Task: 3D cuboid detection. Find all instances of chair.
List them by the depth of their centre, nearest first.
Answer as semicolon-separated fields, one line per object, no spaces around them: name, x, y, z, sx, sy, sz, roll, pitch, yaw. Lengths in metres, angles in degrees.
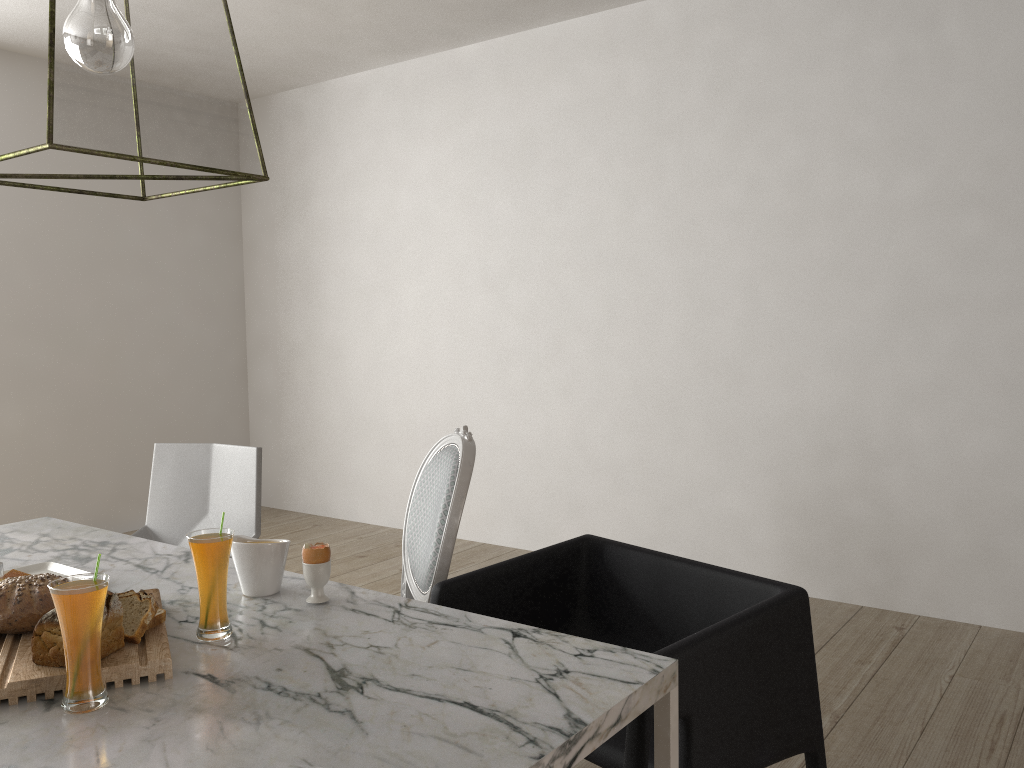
chair;0.200;0.654;1.679;0.609;0.597;0.569;-4;5;-39
chair;-0.328;0.518;1.979;0.505;0.833;0.480;-2;4;-22
chair;-0.908;0.552;2.336;0.470;0.745;0.439;1;4;21

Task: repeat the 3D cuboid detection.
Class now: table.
table;-0.735;0.687;1.451;1.781;0.583;0.870;2;5;36

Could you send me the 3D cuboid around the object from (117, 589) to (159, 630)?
object;-0.577;0.343;1.334;0.083;0.055;0.073;0;4;12

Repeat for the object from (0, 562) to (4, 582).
object;-0.937;0.354;1.600;0.036;0.060;0.036;-2;4;-13

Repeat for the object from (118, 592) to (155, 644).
object;-0.571;0.344;1.306;0.083;0.057;0.072;0;4;12

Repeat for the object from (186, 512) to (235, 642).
object;-0.465;0.300;1.375;0.071;0.188;0.071;-3;5;-33

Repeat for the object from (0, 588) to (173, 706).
object;-0.660;0.387;1.332;0.260;0.031;0.360;-3;4;-24

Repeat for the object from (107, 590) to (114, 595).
object;-0.630;0.339;1.314;0.079;0.067;0.074;0;4;8

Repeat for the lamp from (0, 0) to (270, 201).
lamp;-0.560;-0.830;1.166;0.584;1.108;0.584;-4;5;-39

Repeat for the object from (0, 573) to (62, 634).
object;-0.752;0.334;1.375;0.157;0.075;0.151;-2;4;-18

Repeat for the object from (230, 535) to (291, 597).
object;-0.475;0.325;1.635;0.110;0.105;0.170;-4;5;-34

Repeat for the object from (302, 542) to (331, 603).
object;-0.340;0.327;1.547;0.050;0.101;0.050;1;5;32

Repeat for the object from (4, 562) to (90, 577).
object;-0.916;0.376;1.656;0.212;0.014;0.212;2;5;35

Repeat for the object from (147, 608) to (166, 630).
object;-0.576;0.360;1.366;0.077;0.017;0.068;0;4;14

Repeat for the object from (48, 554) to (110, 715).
object;-0.545;0.318;1.125;0.071;0.188;0.071;-3;5;-33

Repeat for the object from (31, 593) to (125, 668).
object;-0.601;0.335;1.227;0.086;0.087;0.090;0;4;13

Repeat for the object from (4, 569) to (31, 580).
object;-0.921;0.373;1.647;0.068;0.014;0.197;-3;4;-26
